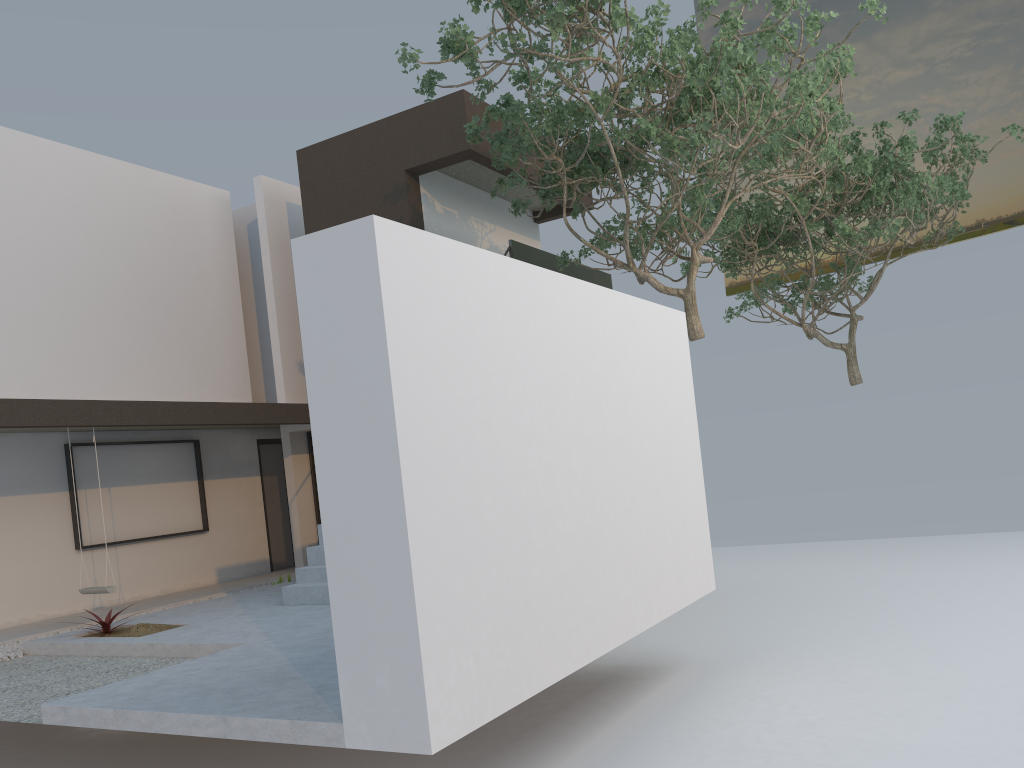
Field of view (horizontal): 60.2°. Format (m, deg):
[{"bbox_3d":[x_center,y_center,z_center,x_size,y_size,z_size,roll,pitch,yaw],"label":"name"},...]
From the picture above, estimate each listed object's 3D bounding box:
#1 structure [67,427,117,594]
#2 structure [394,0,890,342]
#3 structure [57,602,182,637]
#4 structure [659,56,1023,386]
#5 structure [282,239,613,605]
[{"bbox_3d":[-4.426,1.266,9.235,0.464,1.866,0.128,-7,0,30],"label":"structure"},{"bbox_3d":[1.617,-2.293,9.392,4.342,3.696,5.753,-7,-4,9],"label":"structure"},{"bbox_3d":[-3.573,2.201,8.095,1.210,0.291,0.745,-9,-6,29],"label":"structure"},{"bbox_3d":[5.356,-2.298,14.823,5.518,4.697,7.311,-7,-4,9],"label":"structure"},{"bbox_3d":[-0.348,0.231,11.233,1.164,3.941,6.535,-7,-4,29],"label":"structure"}]
